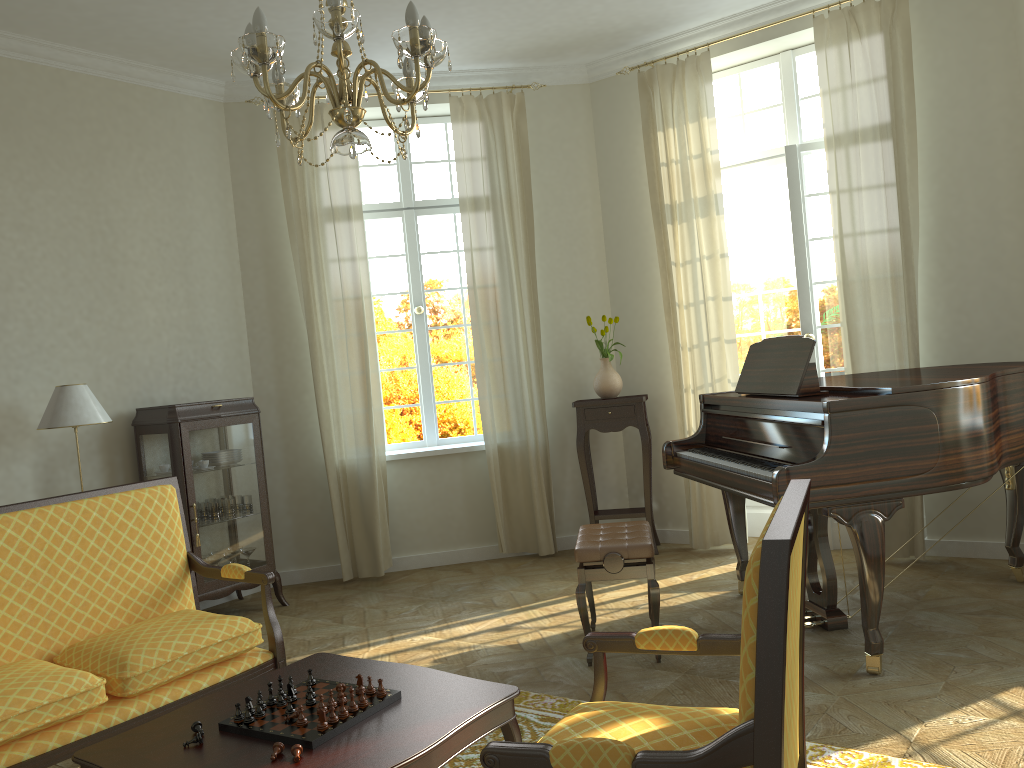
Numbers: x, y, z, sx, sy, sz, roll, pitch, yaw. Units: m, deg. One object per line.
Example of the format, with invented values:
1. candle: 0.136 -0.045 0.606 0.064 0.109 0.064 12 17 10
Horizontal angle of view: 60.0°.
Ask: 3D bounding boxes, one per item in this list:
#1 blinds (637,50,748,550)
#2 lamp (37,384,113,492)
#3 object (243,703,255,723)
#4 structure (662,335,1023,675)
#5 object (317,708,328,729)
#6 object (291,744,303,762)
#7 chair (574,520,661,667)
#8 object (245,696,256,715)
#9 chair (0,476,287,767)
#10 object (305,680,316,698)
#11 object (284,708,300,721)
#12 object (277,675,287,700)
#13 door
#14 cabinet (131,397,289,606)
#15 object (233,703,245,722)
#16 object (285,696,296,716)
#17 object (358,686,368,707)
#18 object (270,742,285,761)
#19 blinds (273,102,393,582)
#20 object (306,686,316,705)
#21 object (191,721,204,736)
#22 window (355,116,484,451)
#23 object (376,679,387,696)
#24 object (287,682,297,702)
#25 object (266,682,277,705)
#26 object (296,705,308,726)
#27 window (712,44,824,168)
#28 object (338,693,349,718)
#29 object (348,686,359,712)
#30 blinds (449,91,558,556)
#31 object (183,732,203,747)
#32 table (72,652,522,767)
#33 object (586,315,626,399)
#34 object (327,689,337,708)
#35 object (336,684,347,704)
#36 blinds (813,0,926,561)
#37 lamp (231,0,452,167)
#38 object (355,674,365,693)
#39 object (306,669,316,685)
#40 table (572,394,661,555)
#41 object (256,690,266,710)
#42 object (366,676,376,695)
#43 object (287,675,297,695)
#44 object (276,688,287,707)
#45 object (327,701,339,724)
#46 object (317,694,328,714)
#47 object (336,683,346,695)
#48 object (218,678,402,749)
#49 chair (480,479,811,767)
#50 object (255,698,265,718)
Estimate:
1. blinds: 1.283 -0.539 6.160 0.552 3.386 0.159 -5 1 34
2. lamp: -2.361 0.777 4.914 0.381 1.552 0.380 -4 2 42
3. object: -0.730 0.909 2.452 0.030 0.050 0.030 -6 1 -5
4. structure: 1.883 0.432 4.434 1.856 1.439 1.514 -6 1 -8
5. object: -0.506 0.888 2.359 0.030 0.052 0.030 -6 1 -5
6. object: -0.539 0.925 2.224 0.030 0.030 0.047 -6 1 -16
7. chair: 0.524 1.006 4.357 0.385 0.563 0.638 -5 1 7
8. object: -0.743 0.908 2.507 0.030 0.052 0.030 -6 1 -5
9. chair: -1.554 0.967 3.134 0.680 1.083 1.389 -5 1 37
10. object: -0.593 0.892 2.600 0.030 0.050 0.030 -6 1 -5
11. object: -0.600 0.906 2.435 0.052 0.030 0.030 -6 1 -7
12. object: -0.680 0.891 2.609 0.030 0.069 0.030 -6 1 -5
13. door: 1.983 -0.239 6.010 1.385 2.690 0.425 -5 1 37
14. cabinet: -1.943 0.807 5.666 0.542 1.386 0.733 -5 1 37
15. object: -0.763 0.914 2.474 0.030 0.044 0.030 -6 1 -5
16. object: -0.621 0.898 2.478 0.030 0.050 0.030 -6 1 -5
17. object: -0.422 0.875 2.494 0.030 0.055 0.030 -6 1 -5
18. object: -0.598 0.930 2.248 0.030 0.030 0.052 -5 1 4
19. blinds: -1.243 -0.301 6.264 0.554 3.385 0.162 -6 1 -3
20. object: -0.579 0.892 2.544 0.030 0.050 0.030 -6 1 -5
21. object: -0.864 0.952 2.452 0.030 0.030 0.052 -7 2 -42
22. window: -0.738 -0.776 6.824 1.400 2.550 0.181 -6 1 -8
23. object: -0.379 0.875 2.562 0.030 0.044 0.030 -6 1 -5
24. object: -0.645 0.896 2.587 0.030 0.052 0.030 -6 1 -35
25. object: -0.701 0.896 2.575 0.030 0.064 0.030 -6 1 -5
26. object: -0.570 0.894 2.399 0.030 0.050 0.030 -6 1 -5
27. window: 1.928 -1.949 6.123 1.380 0.680 0.055 -5 1 37
28. object: -0.464 0.876 2.427 0.030 0.064 0.030 -6 1 -5
29. object: -0.444 0.871 2.460 0.030 0.069 0.030 -6 1 -5
30. blinds: -0.024 -0.422 6.485 0.552 3.381 0.159 -6 1 -5
31. object: -0.855 0.953 2.375 0.052 0.030 0.030 -6 1 -25
32. table: -0.560 1.185 2.488 0.922 0.494 0.932 -5 2 39
33. object: 0.679 -0.198 6.411 0.264 0.609 0.242 -6 1 -28
34. object: -0.510 0.886 2.503 0.030 0.050 0.030 -6 1 -5
35. object: -0.489 0.884 2.534 0.030 0.050 0.030 -6 1 -5
36. blinds: 2.242 -0.620 5.372 0.554 3.386 0.162 -5 1 32
37. lamp: -0.574 -1.453 2.765 0.661 1.466 0.662 -5 1 7
38. object: -0.448 0.877 2.605 0.030 0.052 0.030 -6 1 -5
39. object: -0.616 0.895 2.711 0.030 0.044 0.030 -6 1 -5
40. table: 0.765 0.658 6.431 0.522 1.114 0.344 -5 1 12
41. object: -0.722 0.904 2.541 0.030 0.055 0.030 -6 1 -5
42. object: -0.413 0.875 2.583 0.030 0.050 0.030 -6 1 -5
43. object: -0.658 0.895 2.643 0.030 0.055 0.030 -6 1 -5
44. object: -0.667 0.901 2.554 0.030 0.050 0.030 -6 1 -5
45. object: -0.485 0.884 2.393 0.030 0.055 0.030 -6 1 -5
46. object: -0.531 0.889 2.472 0.030 0.050 0.030 -6 1 -5
47. object: -0.502 0.893 2.587 0.030 0.030 0.052 -6 1 -1
48. object: -0.568 0.926 2.519 0.360 0.021 0.360 -5 1 32
49. chair: 0.332 0.809 1.935 0.671 1.083 0.730 -5 1 22
50. object: -0.709 0.906 2.486 0.030 0.050 0.030 -6 1 -5
